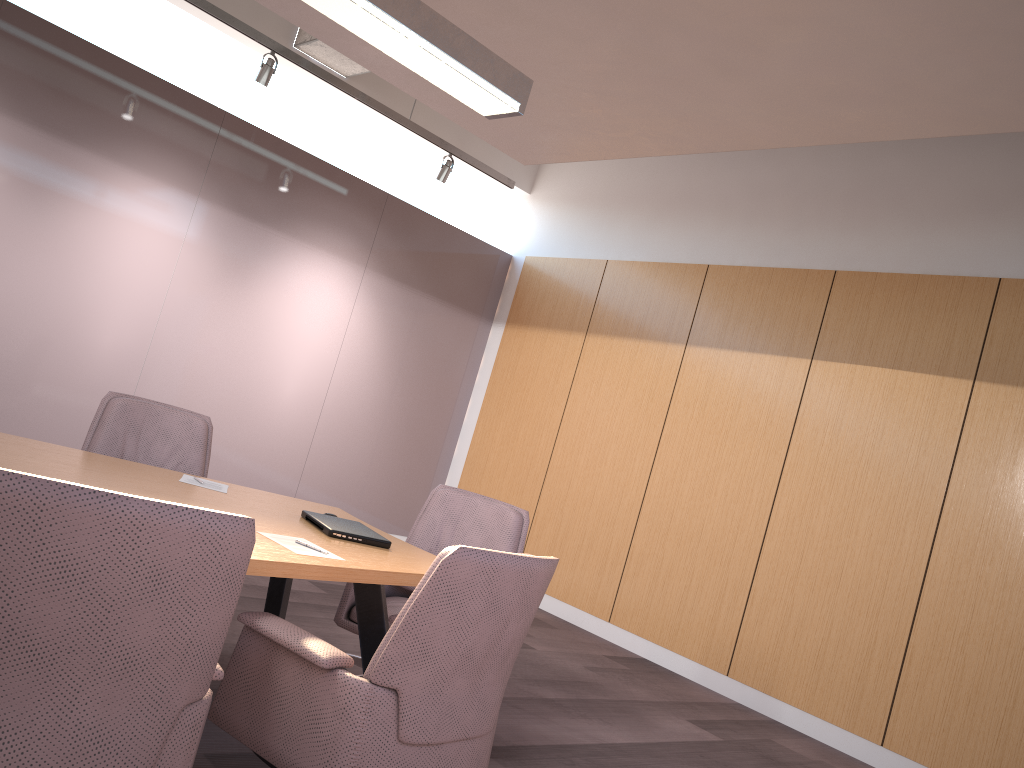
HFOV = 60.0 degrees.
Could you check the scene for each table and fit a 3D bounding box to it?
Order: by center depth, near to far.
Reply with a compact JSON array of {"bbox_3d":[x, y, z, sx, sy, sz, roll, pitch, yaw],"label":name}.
[{"bbox_3d":[-3.294,-0.071,0.664,8.000,0.748,1.885,20,-6,-42],"label":"table"}]

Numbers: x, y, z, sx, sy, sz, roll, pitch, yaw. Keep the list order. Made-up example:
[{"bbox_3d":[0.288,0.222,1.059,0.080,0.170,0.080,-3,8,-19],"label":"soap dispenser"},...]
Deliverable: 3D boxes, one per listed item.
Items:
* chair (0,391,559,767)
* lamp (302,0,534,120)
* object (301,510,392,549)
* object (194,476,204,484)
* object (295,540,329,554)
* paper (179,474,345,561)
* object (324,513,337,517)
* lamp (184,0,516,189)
[{"bbox_3d":[-3.345,-0.196,0.607,9.673,0.948,3.001,20,-6,-41],"label":"chair"},{"bbox_3d":[-2.193,-2.800,1.122,6.974,1.864,0.200,20,-6,-42],"label":"lamp"},{"bbox_3d":[-0.580,0.502,3.078,0.231,0.026,0.325,19,-5,-30],"label":"object"},{"bbox_3d":[-1.164,0.355,3.289,0.009,0.009,0.125,19,-5,-34],"label":"object"},{"bbox_3d":[-0.578,0.472,2.566,0.125,0.009,0.009,14,-5,26],"label":"object"},{"bbox_3d":[-3.129,-0.408,0.758,6.800,0.001,1.713,20,-6,-42],"label":"paper"},{"bbox_3d":[-0.682,0.494,3.318,0.039,0.019,0.070,13,-6,41],"label":"object"},{"bbox_3d":[-2.163,-3.080,1.043,12.467,1.321,5.699,20,-6,-42],"label":"lamp"}]
